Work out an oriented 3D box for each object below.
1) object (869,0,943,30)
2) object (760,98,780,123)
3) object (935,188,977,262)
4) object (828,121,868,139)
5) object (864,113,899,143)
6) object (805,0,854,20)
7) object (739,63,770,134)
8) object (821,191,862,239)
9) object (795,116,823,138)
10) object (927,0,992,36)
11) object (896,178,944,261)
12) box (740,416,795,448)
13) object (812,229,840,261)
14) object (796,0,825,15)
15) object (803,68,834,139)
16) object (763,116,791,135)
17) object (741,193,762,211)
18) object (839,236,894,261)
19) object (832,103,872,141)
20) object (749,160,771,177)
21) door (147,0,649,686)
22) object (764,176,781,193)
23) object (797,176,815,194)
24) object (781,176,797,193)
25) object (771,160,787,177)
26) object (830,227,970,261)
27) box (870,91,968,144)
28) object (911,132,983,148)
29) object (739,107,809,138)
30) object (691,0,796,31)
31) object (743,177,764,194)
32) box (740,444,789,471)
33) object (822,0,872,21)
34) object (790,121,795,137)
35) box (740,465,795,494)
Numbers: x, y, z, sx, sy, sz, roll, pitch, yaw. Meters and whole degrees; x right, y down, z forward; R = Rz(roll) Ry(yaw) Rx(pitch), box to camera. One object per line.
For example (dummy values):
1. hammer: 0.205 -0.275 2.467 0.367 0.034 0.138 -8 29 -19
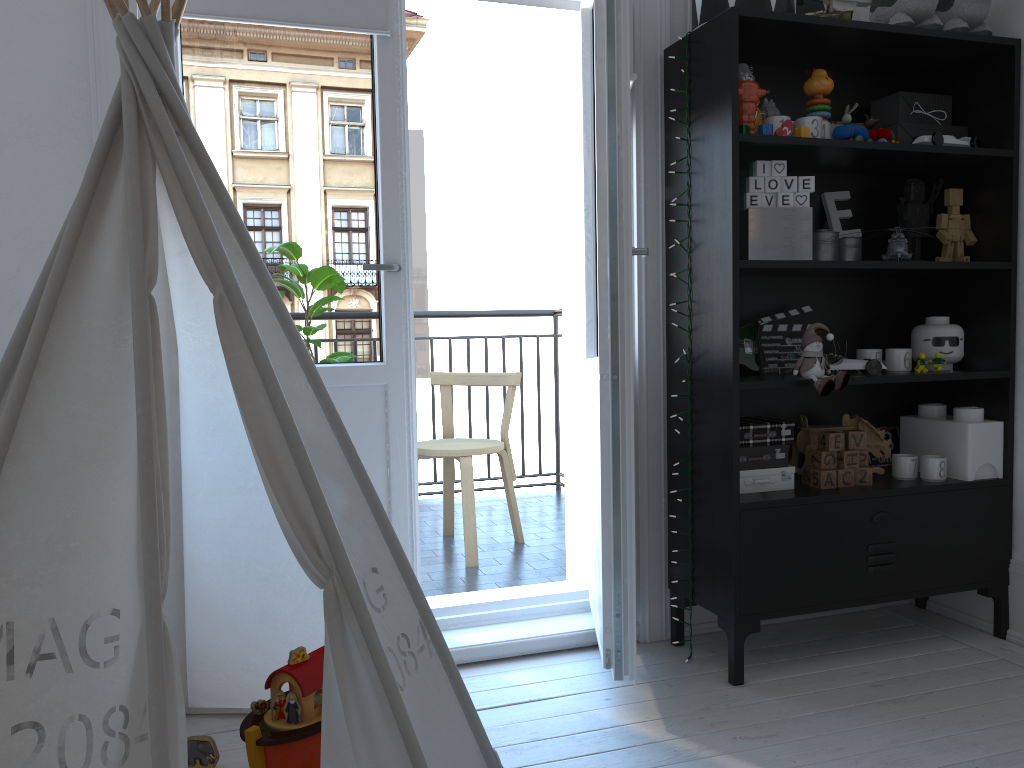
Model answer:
1. object: 1.084 -1.059 2.425 0.154 0.253 0.370 -2 4 -11
2. object: 0.712 -0.711 2.462 0.063 0.160 0.063 -4 5 -40
3. object: 1.280 -0.452 2.557 0.114 0.221 0.052 -2 4 -19
4. object: 1.103 -0.720 2.672 0.347 0.132 0.037 -2 4 -19
5. object: 1.013 -0.701 2.478 0.122 0.112 0.087 2 5 42
6. object: 0.839 -0.978 2.360 0.121 0.100 0.338 0 4 16
7. object: 0.603 -0.720 2.270 0.105 0.203 0.072 -2 4 -11
8. object: 0.977 -0.500 2.632 0.107 0.151 0.055 -2 4 -19
9. object: 0.775 -0.657 2.315 0.067 0.067 0.067 -2 4 -18
10. object: 1.227 -1.065 2.477 0.211 0.253 0.386 -4 4 -35
11. object: 1.188 -0.472 2.591 0.117 0.259 0.081 -2 4 -19
12. box: 0.633 0.131 2.427 0.215 0.062 0.179 -2 4 -19
13. object: 0.898 -0.390 2.567 0.095 0.111 0.095 -2 4 -14
14. object: 0.776 -1.108 2.525 0.343 0.344 0.057 -2 4 -19
15. object: 0.818 -0.734 2.366 0.077 0.213 0.077 0 4 15
16. object: 0.688 -0.655 2.302 0.067 0.067 0.067 -2 4 -18
17. object: 0.617 -0.470 2.284 0.040 0.040 0.040 -1 4 -4
18. object: 1.018 -0.382 2.520 0.078 0.091 0.246 -3 4 -24
19. object: 0.922 -0.694 2.404 0.121 0.126 0.087 -4 5 -41
20. object: 0.638 -0.550 2.280 0.040 0.040 0.040 -2 4 -14
21. door: -0.226 -0.196 2.212 1.263 1.839 0.636 -2 4 -17
22. object: 0.667 -0.511 2.285 0.040 0.040 0.040 -1 4 1
23. object: 0.757 -0.513 2.290 0.040 0.040 0.040 -1 4 6
24. object: 0.712 -0.512 2.288 0.040 0.040 0.040 0 4 11
25. object: 0.680 -0.551 2.283 0.040 0.040 0.040 -2 4 -9
26. object: 1.079 -0.388 2.505 0.367 0.106 0.349 -2 4 -17
27. box: 1.185 -0.743 2.587 0.251 0.189 0.179 -2 4 -19
28. object: 1.197 -0.664 2.448 0.230 0.048 0.098 -3 4 -29
29. object: 0.612 -0.720 2.347 0.197 0.197 0.318 -3 4 -22
30. object: 0.619 -1.055 2.397 0.272 0.259 0.394 -1 4 10
31. object: 0.622 -0.510 2.282 0.040 0.040 0.040 -2 4 -9
32. box: 0.617 0.193 2.424 0.215 0.062 0.179 -2 4 -19
33. object: 0.951 -1.086 2.553 0.190 0.291 0.065 -2 4 -14
34. object: 0.724 -0.659 2.360 0.067 0.067 0.067 -5 5 -44
35. box: 0.636 0.254 2.434 0.215 0.062 0.179 -2 4 -19
